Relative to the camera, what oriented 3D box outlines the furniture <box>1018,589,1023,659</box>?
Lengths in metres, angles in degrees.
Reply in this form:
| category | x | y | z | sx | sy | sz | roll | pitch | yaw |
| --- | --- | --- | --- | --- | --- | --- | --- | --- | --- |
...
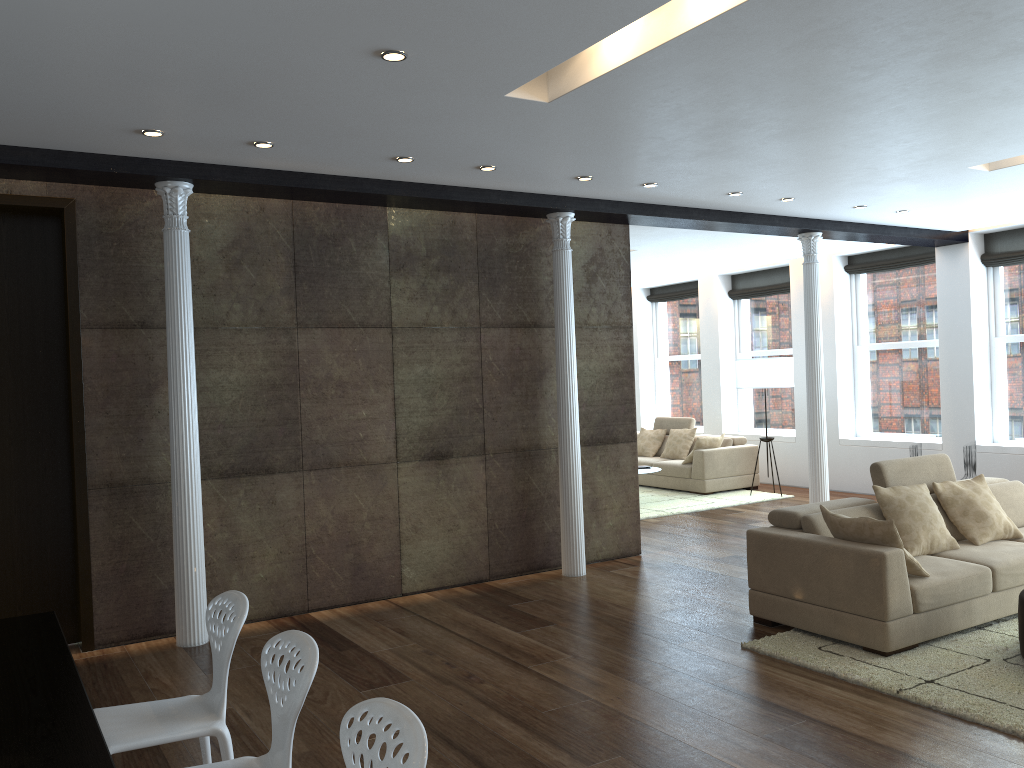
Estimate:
| category | x | y | z | sx | sy | sz | roll | pitch | yaw |
| --- | --- | --- | --- | --- | --- | --- | --- | --- | --- |
| furniture | 3.150 | 1.254 | 4.453 | 1.057 | 0.355 | 1.057 | -2 | 0 | -29 |

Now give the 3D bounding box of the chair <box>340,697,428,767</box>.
| category | x | y | z | sx | sy | sz | roll | pitch | yaw |
| --- | --- | --- | --- | --- | --- | --- | --- | --- | --- |
| chair | -0.475 | 1.183 | 1.934 | 0.581 | 0.835 | 0.495 | -2 | 0 | -31 |

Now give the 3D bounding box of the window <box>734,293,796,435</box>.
| category | x | y | z | sx | sy | sz | roll | pitch | yaw |
| --- | --- | --- | --- | --- | --- | --- | --- | --- | --- |
| window | 3.683 | -0.420 | 12.577 | 0.123 | 2.400 | 1.345 | -2 | 0 | -31 |

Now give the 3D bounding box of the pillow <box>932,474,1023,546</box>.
| category | x | y | z | sx | sy | sz | roll | pitch | yaw |
| --- | --- | --- | --- | --- | --- | --- | --- | --- | --- |
| pillow | 3.141 | 0.848 | 6.021 | 0.519 | 0.416 | 0.368 | -2 | 0 | -27 |

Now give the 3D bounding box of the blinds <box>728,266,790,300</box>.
| category | x | y | z | sx | sy | sz | roll | pitch | yaw |
| --- | --- | --- | --- | --- | --- | --- | --- | --- | --- |
| blinds | 3.591 | -1.432 | 12.539 | 0.156 | 0.393 | 1.342 | -2 | 0 | -31 |

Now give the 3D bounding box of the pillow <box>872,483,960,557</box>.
| category | x | y | z | sx | sy | sz | roll | pitch | yaw |
| --- | --- | --- | --- | --- | --- | --- | --- | --- | --- |
| pillow | 2.601 | 0.859 | 5.707 | 0.534 | 0.439 | 0.301 | -2 | 0 | -28 |

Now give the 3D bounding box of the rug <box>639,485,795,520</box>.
| category | x | y | z | sx | sy | sz | roll | pitch | yaw |
| --- | --- | --- | --- | --- | --- | --- | --- | --- | --- |
| rug | 1.113 | 1.472 | 11.963 | 2.972 | 0.020 | 4.231 | -2 | 0 | -31 |

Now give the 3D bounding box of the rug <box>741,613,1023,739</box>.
| category | x | y | z | sx | sy | sz | roll | pitch | yaw |
| --- | --- | --- | --- | --- | --- | --- | --- | --- | --- |
| rug | 3.898 | 1.410 | 4.933 | 4.231 | 0.020 | 2.972 | -2 | 0 | -31 |

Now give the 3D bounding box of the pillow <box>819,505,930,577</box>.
| category | x | y | z | sx | sy | sz | roll | pitch | yaw |
| --- | --- | --- | --- | --- | --- | --- | --- | --- | --- |
| pillow | 2.077 | 0.905 | 5.109 | 0.395 | 0.393 | 0.518 | -2 | 0 | -28 |

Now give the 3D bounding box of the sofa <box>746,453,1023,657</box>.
| category | x | y | z | sx | sy | sz | roll | pitch | yaw |
| --- | --- | --- | --- | --- | --- | --- | --- | --- | --- |
| sofa | 2.830 | 0.980 | 5.829 | 2.581 | 0.950 | 1.021 | -2 | 0 | -31 |

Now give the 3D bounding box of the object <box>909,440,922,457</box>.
| category | x | y | z | sx | sy | sz | roll | pitch | yaw |
| --- | --- | --- | --- | --- | --- | --- | --- | --- | --- |
| object | 4.314 | 0.986 | 9.454 | 0.458 | 0.781 | 0.458 | -2 | 0 | -32 |

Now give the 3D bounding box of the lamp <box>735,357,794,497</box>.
| category | x | y | z | sx | sy | sz | roll | pitch | yaw |
| --- | --- | --- | --- | --- | --- | --- | --- | --- | --- |
| lamp | 3.181 | 0.541 | 11.084 | 0.698 | 1.728 | 0.698 | -2 | 0 | -8 |

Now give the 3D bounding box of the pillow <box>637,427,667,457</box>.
| category | x | y | z | sx | sy | sz | roll | pitch | yaw |
| --- | --- | --- | --- | --- | --- | --- | --- | --- | --- |
| pillow | 1.987 | 0.849 | 12.917 | 0.368 | 0.416 | 0.519 | -2 | 0 | -36 |

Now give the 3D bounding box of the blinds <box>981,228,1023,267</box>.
| category | x | y | z | sx | sy | sz | roll | pitch | yaw |
| --- | --- | --- | --- | --- | --- | --- | --- | --- | --- |
| blinds | 5.595 | -1.487 | 9.217 | 0.183 | 0.395 | 1.431 | -2 | 0 | -31 |

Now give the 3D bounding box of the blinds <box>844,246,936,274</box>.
| category | x | y | z | sx | sy | sz | roll | pitch | yaw |
| --- | --- | --- | --- | --- | --- | --- | --- | --- | --- |
| blinds | 4.664 | -1.521 | 10.772 | 0.156 | 0.275 | 1.396 | -2 | 0 | -31 |

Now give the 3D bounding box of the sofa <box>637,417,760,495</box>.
| category | x | y | z | sx | sy | sz | roll | pitch | yaw |
| --- | --- | --- | --- | --- | --- | --- | --- | --- | --- |
| sofa | 2.185 | 0.963 | 12.602 | 1.018 | 0.950 | 2.581 | -2 | 0 | -31 |

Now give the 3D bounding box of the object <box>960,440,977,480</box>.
| category | x | y | z | sx | sy | sz | roll | pitch | yaw |
| --- | --- | --- | --- | --- | --- | --- | --- | --- | --- |
| object | 4.742 | 0.972 | 9.169 | 0.458 | 0.781 | 0.458 | -2 | 0 | -32 |

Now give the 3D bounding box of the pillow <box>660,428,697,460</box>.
| category | x | y | z | sx | sy | sz | roll | pitch | yaw |
| --- | --- | --- | --- | --- | --- | --- | --- | --- | --- |
| pillow | 2.323 | 0.829 | 12.390 | 0.301 | 0.439 | 0.534 | -2 | 0 | -35 |

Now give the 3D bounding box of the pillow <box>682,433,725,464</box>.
| category | x | y | z | sx | sy | sz | roll | pitch | yaw |
| --- | --- | --- | --- | --- | --- | --- | --- | --- | --- |
| pillow | 2.516 | 0.849 | 11.617 | 0.518 | 0.393 | 0.395 | -2 | 0 | -35 |

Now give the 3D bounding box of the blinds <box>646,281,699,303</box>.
| category | x | y | z | sx | sy | sz | roll | pitch | yaw |
| --- | --- | --- | --- | --- | --- | --- | --- | --- | --- |
| blinds | 2.658 | -1.465 | 14.069 | 0.156 | 0.275 | 1.442 | -2 | 0 | -31 |

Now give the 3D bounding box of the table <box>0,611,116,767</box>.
| category | x | y | z | sx | sy | sz | roll | pitch | yaw |
| --- | --- | --- | --- | --- | --- | --- | --- | --- | --- |
| table | -1.449 | 1.272 | 1.799 | 1.200 | 0.733 | 3.400 | -2 | 0 | -31 |

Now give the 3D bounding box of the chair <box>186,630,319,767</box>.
| category | x | y | z | sx | sy | sz | roll | pitch | yaw |
| --- | --- | --- | --- | --- | --- | --- | --- | --- | --- |
| chair | -0.851 | 1.193 | 2.569 | 0.581 | 0.835 | 0.495 | -2 | 0 | -31 |

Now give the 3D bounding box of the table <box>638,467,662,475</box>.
| category | x | y | z | sx | sy | sz | roll | pitch | yaw |
| --- | --- | --- | --- | --- | --- | --- | --- | --- | --- |
| table | 1.342 | 1.264 | 10.988 | 1.022 | 0.393 | 1.022 | -2 | 0 | 13 |

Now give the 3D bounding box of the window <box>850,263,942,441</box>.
| category | x | y | z | sx | sy | sz | roll | pitch | yaw |
| --- | --- | --- | --- | --- | --- | --- | --- | --- | --- |
| window | 4.758 | -0.450 | 10.811 | 0.123 | 2.400 | 1.391 | -2 | 0 | -31 |

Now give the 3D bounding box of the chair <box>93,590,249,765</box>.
| category | x | y | z | sx | sy | sz | roll | pitch | yaw |
| --- | --- | --- | --- | --- | --- | --- | --- | --- | --- |
| chair | -1.229 | 1.204 | 3.153 | 0.581 | 0.835 | 0.495 | -2 | 0 | -31 |

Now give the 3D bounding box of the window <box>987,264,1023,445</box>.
| category | x | y | z | sx | sy | sz | roll | pitch | yaw |
| --- | --- | --- | --- | --- | --- | --- | --- | --- | --- |
| window | 5.700 | -0.476 | 9.263 | 0.123 | 2.400 | 1.432 | -2 | 0 | -31 |

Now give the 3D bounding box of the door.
| category | x | y | z | sx | sy | sz | roll | pitch | yaw |
| --- | --- | --- | --- | --- | --- | --- | --- | --- | --- |
| door | -3.207 | 0.277 | 5.464 | 1.000 | 2.814 | 0.510 | -2 | 0 | -31 |

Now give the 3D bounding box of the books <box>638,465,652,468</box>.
| category | x | y | z | sx | sy | sz | roll | pitch | yaw |
| --- | --- | --- | --- | --- | --- | --- | --- | --- | --- |
| books | 1.578 | 1.043 | 11.143 | 0.300 | 0.010 | 0.220 | -2 | 0 | -16 |

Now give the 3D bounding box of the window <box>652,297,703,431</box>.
| category | x | y | z | sx | sy | sz | roll | pitch | yaw |
| --- | --- | --- | --- | --- | --- | --- | --- | --- | --- |
| window | 2.750 | -0.394 | 14.110 | 0.123 | 2.400 | 1.444 | -2 | 0 | -31 |
